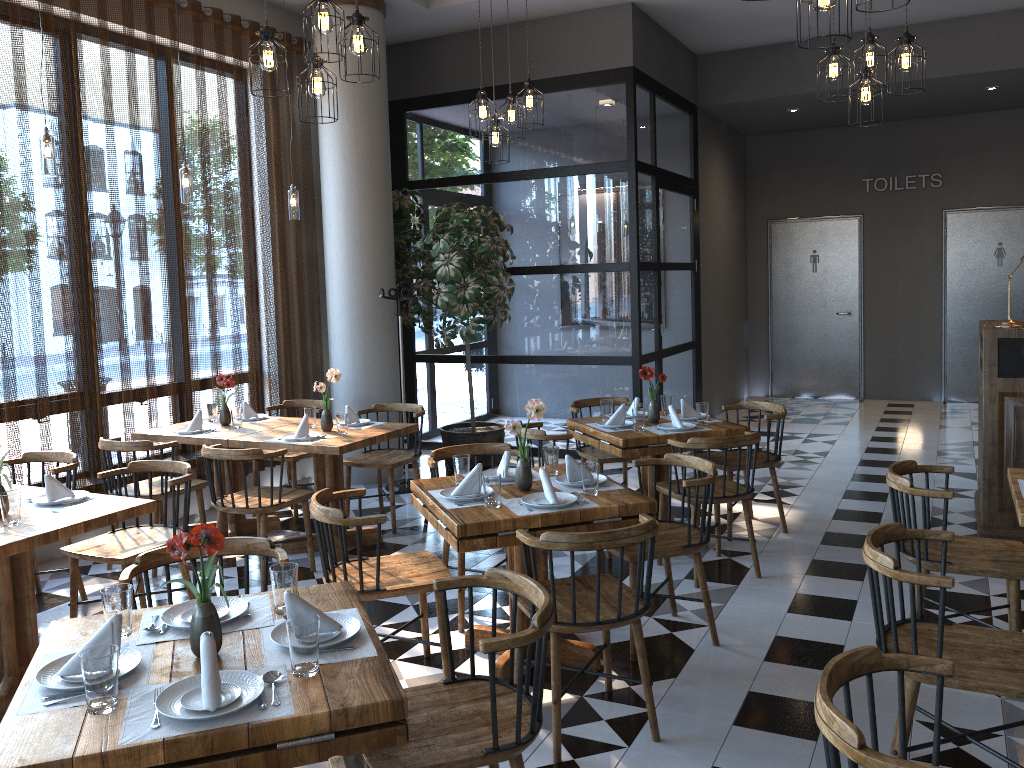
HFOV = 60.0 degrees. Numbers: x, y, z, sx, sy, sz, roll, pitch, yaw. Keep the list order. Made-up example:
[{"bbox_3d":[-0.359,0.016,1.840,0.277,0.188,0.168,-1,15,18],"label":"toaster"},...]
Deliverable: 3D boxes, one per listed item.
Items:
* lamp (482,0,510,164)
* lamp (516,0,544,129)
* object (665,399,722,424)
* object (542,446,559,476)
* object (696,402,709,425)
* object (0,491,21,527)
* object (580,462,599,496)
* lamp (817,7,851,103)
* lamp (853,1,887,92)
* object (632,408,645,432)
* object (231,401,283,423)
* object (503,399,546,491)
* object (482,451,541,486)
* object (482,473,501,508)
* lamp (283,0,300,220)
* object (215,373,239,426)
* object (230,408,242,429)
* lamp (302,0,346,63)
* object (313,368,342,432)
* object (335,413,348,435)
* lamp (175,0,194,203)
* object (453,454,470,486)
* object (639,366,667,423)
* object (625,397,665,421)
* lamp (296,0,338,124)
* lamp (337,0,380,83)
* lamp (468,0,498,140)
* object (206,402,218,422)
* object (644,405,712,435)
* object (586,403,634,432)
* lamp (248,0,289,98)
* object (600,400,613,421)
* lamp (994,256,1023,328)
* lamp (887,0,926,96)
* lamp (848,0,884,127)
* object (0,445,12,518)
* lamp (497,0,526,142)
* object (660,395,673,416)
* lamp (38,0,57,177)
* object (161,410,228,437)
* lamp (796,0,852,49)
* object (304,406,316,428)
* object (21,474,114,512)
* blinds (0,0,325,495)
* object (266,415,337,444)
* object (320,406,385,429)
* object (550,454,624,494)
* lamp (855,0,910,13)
[{"bbox_3d":[-0.137,-2.483,5.751,0.175,2.064,0.175,2,5,39],"label":"lamp"},{"bbox_3d":[0.087,-2.722,5.750,0.175,2.064,0.175,2,5,39],"label":"lamp"},{"bbox_3d":[1.144,0.157,5.664,0.272,0.136,0.353,-4,7,-18],"label":"object"},{"bbox_3d":[0.184,0.364,4.171,0.080,0.132,0.080,2,6,41],"label":"object"},{"bbox_3d":[1.171,0.184,5.446,0.080,0.132,0.080,-6,6,-38],"label":"object"},{"bbox_3d":[-2.021,0.505,3.574,0.080,0.132,0.080,-1,5,12],"label":"object"},{"bbox_3d":[0.333,0.405,3.767,0.080,0.132,0.080,2,6,41],"label":"object"},{"bbox_3d":[1.768,-2.620,4.881,0.175,2.064,0.175,-4,5,-31],"label":"lamp"},{"bbox_3d":[1.974,-2.685,4.894,0.175,2.064,0.175,-3,4,-20],"label":"lamp"},{"bbox_3d":[0.757,0.215,5.296,0.080,0.132,0.080,2,6,41],"label":"object"},{"bbox_3d":[-1.854,0.183,6.288,0.352,0.136,0.273,1,7,27],"label":"object"},{"bbox_3d":[0.065,0.268,3.868,0.146,0.399,0.207,2,6,38],"label":"object"},{"bbox_3d":[-0.032,0.371,4.149,0.352,0.136,0.273,-4,6,-18],"label":"object"},{"bbox_3d":[-0.081,0.436,3.616,0.080,0.132,0.080,2,6,41],"label":"object"},{"bbox_3d":[-1.689,-2.230,6.680,0.078,1.958,0.078,-4,5,-31],"label":"lamp"},{"bbox_3d":[-1.951,0.102,6.069,0.156,0.354,0.171,-2,5,3],"label":"object"},{"bbox_3d":[-1.832,0.230,5.897,0.080,0.132,0.080,2,6,41],"label":"object"},{"bbox_3d":[-0.861,-2.471,3.850,0.175,2.064,0.175,0,5,21],"label":"lamp"},{"bbox_3d":[-1.167,0.103,5.646,0.146,0.399,0.207,0,5,19],"label":"object"},{"bbox_3d":[-1.055,0.249,5.509,0.080,0.132,0.080,-1,5,12],"label":"object"},{"bbox_3d":[-2.159,-2.164,5.738,0.078,1.958,0.078,-1,4,13],"label":"lamp"},{"bbox_3d":[-0.228,0.393,4.032,0.080,0.132,0.080,2,6,41],"label":"object"},{"bbox_3d":[0.885,0.063,5.604,0.156,0.354,0.171,-3,5,-16],"label":"object"},{"bbox_3d":[0.803,0.149,5.830,0.352,0.136,0.273,-4,6,-18],"label":"object"},{"bbox_3d":[-0.941,-2.264,4.081,0.175,2.064,0.175,0,5,21],"label":"lamp"},{"bbox_3d":[-0.737,-2.439,4.022,0.175,2.064,0.175,-1,4,10],"label":"lamp"},{"bbox_3d":[-0.213,-2.587,5.532,0.175,2.064,0.175,-1,4,6],"label":"lamp"},{"bbox_3d":[-2.107,0.200,6.234,0.080,0.132,0.080,2,6,41],"label":"object"},{"bbox_3d":[0.981,0.202,5.324,0.352,0.136,0.273,-4,6,-18],"label":"object"},{"bbox_3d":[0.641,0.193,5.491,0.272,0.136,0.353,-4,7,-18],"label":"object"},{"bbox_3d":[-1.167,-2.387,4.076,0.175,2.064,0.175,-3,4,-12],"label":"lamp"},{"bbox_3d":[0.610,0.171,5.712,0.080,0.132,0.080,-2,5,2],"label":"object"},{"bbox_3d":[3.169,-0.458,5.460,0.445,0.754,0.170,-2,4,2],"label":"lamp"},{"bbox_3d":[2.015,-2.543,4.526,0.175,2.064,0.175,1,5,37],"label":"lamp"},{"bbox_3d":[1.876,-2.428,4.705,0.175,2.064,0.175,-3,4,-20],"label":"lamp"},{"bbox_3d":[-2.170,0.386,3.672,0.156,0.354,0.171,-1,5,6],"label":"object"},{"bbox_3d":[-0.034,-2.681,5.923,0.175,2.064,0.175,0,5,28],"label":"lamp"},{"bbox_3d":[1.022,0.142,5.850,0.080,0.132,0.080,-6,6,-38],"label":"object"},{"bbox_3d":[-2.602,-2.132,4.850,0.078,1.958,0.078,-1,4,16],"label":"lamp"},{"bbox_3d":[-2.086,0.246,5.810,0.352,0.136,0.273,1,7,27],"label":"object"},{"bbox_3d":[1.037,-2.200,2.966,0.175,2.064,0.175,-1,4,10],"label":"lamp"},{"bbox_3d":[-1.330,0.219,5.846,0.080,0.132,0.080,-1,5,12],"label":"object"},{"bbox_3d":[-2.021,0.457,3.963,0.352,0.136,0.273,1,7,27],"label":"object"},{"bbox_3d":[-3.359,-0.749,4.507,0.160,3.569,7.291,0,6,26],"label":"blinds"},{"bbox_3d":[-1.290,0.265,5.413,0.352,0.136,0.273,1,7,27],"label":"object"},{"bbox_3d":[-1.059,0.203,5.891,0.352,0.136,0.273,1,7,27],"label":"object"},{"bbox_3d":[0.308,0.379,3.983,0.272,0.136,0.353,-4,7,-18],"label":"object"},{"bbox_3d":[1.250,-2.341,2.996,0.175,2.064,0.175,-4,5,-23],"label":"lamp"}]
